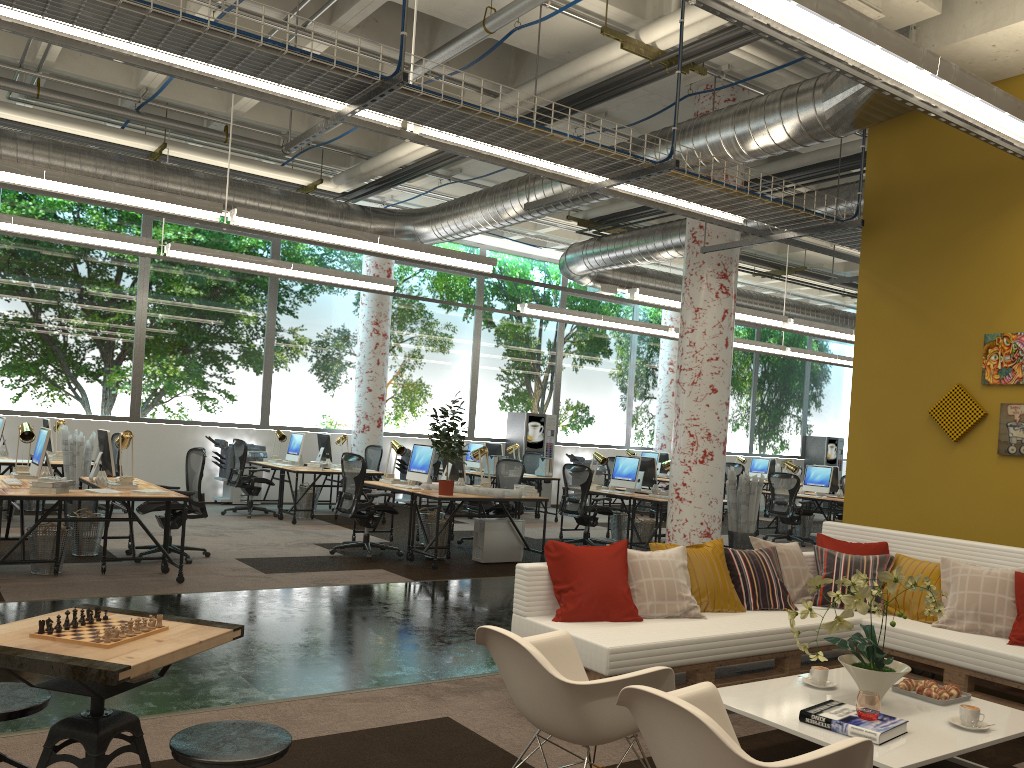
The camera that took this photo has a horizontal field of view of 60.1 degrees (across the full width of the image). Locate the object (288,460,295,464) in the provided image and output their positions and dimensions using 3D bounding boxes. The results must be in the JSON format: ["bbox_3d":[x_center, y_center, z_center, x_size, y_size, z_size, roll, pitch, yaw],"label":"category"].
[{"bbox_3d":[-3.311,1.104,13.307,0.101,0.209,0.101,4,-1,10],"label":"object"}]

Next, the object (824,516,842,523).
[{"bbox_3d":[5.004,2.283,13.716,0.354,0.435,0.358,5,-1,-38],"label":"object"}]

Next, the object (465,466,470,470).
[{"bbox_3d":[-0.757,1.365,15.100,0.101,0.209,0.101,4,-1,10],"label":"object"}]

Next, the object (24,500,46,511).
[{"bbox_3d":[-6.239,1.435,11.588,0.354,0.435,0.358,5,-1,-38],"label":"object"}]

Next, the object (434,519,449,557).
[{"bbox_3d":[-0.760,1.687,9.702,0.120,0.403,0.235,4,-1,-34],"label":"object"}]

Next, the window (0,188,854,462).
[{"bbox_3d":[-1.502,-0.874,16.342,26.251,3.763,0.050,6,-1,-35],"label":"window"}]

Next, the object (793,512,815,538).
[{"bbox_3d":[4.845,2.325,14.724,0.354,0.435,0.358,5,-1,-38],"label":"object"}]

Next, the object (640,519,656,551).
[{"bbox_3d":[1.762,1.971,11.555,0.120,0.403,0.235,4,-1,-34],"label":"object"}]

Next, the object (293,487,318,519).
[{"bbox_3d":[-2.986,1.709,12.752,0.354,0.435,0.358,5,-1,-38],"label":"object"}]

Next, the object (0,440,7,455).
[{"bbox_3d":[-6.404,0.788,11.136,0.101,0.209,0.101,4,-1,10],"label":"object"}]

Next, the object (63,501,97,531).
[{"bbox_3d":[-4.922,1.472,10.074,0.353,0.398,0.353,4,-1,10],"label":"object"}]

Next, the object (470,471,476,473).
[{"bbox_3d":[-0.633,1.426,14.409,0.106,0.029,0.059,6,-3,-34],"label":"object"}]

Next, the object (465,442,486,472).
[{"bbox_3d":[-0.796,1.583,15.033,0.191,1.209,1.076,4,-1,-34],"label":"object"}]

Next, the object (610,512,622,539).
[{"bbox_3d":[1.467,2.000,12.481,0.120,0.403,0.235,4,-1,-34],"label":"object"}]

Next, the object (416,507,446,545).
[{"bbox_3d":[-0.985,1.709,10.669,0.354,0.435,0.358,5,-1,-38],"label":"object"}]

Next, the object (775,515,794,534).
[{"bbox_3d":[4.705,2.375,15.279,0.353,0.398,0.353,4,-1,10],"label":"object"}]

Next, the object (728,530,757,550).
[{"bbox_3d":[2.852,2.030,11.007,0.353,0.398,0.353,4,-1,10],"label":"object"}]

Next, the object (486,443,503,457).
[{"bbox_3d":[-0.322,1.266,15.306,0.190,0.485,0.483,4,-1,-35],"label":"object"}]

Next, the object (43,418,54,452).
[{"bbox_3d":[-5.969,0.689,11.342,0.190,0.485,0.483,4,-1,-35],"label":"object"}]

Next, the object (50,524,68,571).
[{"bbox_3d":[-3.843,1.391,7.504,0.120,0.403,0.235,4,-1,-34],"label":"object"}]

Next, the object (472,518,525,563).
[{"bbox_3d":[-0.139,1.707,9.696,0.542,0.455,0.221,5,-1,-35],"label":"object"}]

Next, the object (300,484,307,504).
[{"bbox_3d":[-3.214,1.759,13.718,0.120,0.403,0.235,4,-1,-34],"label":"object"}]

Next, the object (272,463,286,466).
[{"bbox_3d":[-3.369,1.173,12.890,0.119,0.017,0.438,6,-4,-35],"label":"object"}]

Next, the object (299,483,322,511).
[{"bbox_3d":[-3.145,1.752,13.760,0.354,0.435,0.358,5,-1,-38],"label":"object"}]

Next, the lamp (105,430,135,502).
[{"bbox_3d":[-3.416,0.710,7.772,0.219,0.610,0.527,4,-1,-15],"label":"lamp"}]

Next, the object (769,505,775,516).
[{"bbox_3d":[5.547,2.595,18.736,0.120,0.403,0.235,4,-1,-34],"label":"object"}]

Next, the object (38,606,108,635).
[{"bbox_3d":[-1.341,0.714,2.714,0.056,0.053,0.250,3,-3,15],"label":"object"}]

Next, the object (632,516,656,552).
[{"bbox_3d":[1.695,1.951,11.514,0.354,0.435,0.358,5,-1,-38],"label":"object"}]

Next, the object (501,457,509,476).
[{"bbox_3d":[-0.182,1.300,14.026,0.150,0.302,0.280,4,-1,-35],"label":"object"}]

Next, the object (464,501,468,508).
[{"bbox_3d":[-0.732,2.063,16.107,0.353,0.398,0.353,4,-1,-16],"label":"object"}]

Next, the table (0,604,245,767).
[{"bbox_3d":[-1.282,1.133,2.687,0.625,0.759,0.617,3,-1,15],"label":"table"}]

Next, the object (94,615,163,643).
[{"bbox_3d":[-1.146,0.724,2.662,0.056,0.053,0.251,3,-3,16],"label":"object"}]

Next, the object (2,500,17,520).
[{"bbox_3d":[-6.079,1.393,10.580,0.354,0.435,0.358,5,-1,-38],"label":"object"}]

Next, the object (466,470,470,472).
[{"bbox_3d":[-0.816,1.435,14.682,0.119,0.017,0.438,6,-4,-35],"label":"object"}]

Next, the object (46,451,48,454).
[{"bbox_3d":[-5.834,0.819,11.031,0.101,0.209,0.101,4,-1,10],"label":"object"}]

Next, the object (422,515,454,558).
[{"bbox_3d":[-0.826,1.667,9.661,0.354,0.435,0.358,5,-1,-38],"label":"object"}]

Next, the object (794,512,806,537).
[{"bbox_3d":[4.777,2.332,14.683,0.120,0.403,0.235,4,-1,-34],"label":"object"}]

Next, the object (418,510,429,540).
[{"bbox_3d":[-1.054,1.716,10.628,0.120,0.403,0.235,4,-1,-34],"label":"object"}]

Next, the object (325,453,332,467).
[{"bbox_3d":[-2.740,1.136,13.203,0.101,0.209,0.101,4,-1,10],"label":"object"}]

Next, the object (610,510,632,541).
[{"bbox_3d":[1.536,1.993,12.522,0.354,0.435,0.358,5,-1,-38],"label":"object"}]

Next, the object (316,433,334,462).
[{"bbox_3d":[-2.876,1.005,13.514,0.190,0.485,0.483,4,-1,-35],"label":"object"}]

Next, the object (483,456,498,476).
[{"bbox_3d":[-0.302,1.288,13.942,0.150,0.302,0.280,4,-1,-35],"label":"object"}]

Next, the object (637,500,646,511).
[{"bbox_3d":[2.598,2.353,17.798,0.120,0.403,0.235,4,-1,-34],"label":"object"}]

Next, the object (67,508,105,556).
[{"bbox_3d":[-4.069,1.414,8.471,0.354,0.435,0.358,5,-1,-38],"label":"object"}]

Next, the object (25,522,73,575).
[{"bbox_3d":[-3.910,1.371,7.463,0.354,0.435,0.358,5,-1,-38],"label":"object"}]

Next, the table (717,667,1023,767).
[{"bbox_3d":[1.604,1.602,3.947,1.265,0.330,0.984,6,-3,-35],"label":"table"}]

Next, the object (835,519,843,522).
[{"bbox_3d":[5.071,2.303,13.757,0.120,0.403,0.235,4,-1,-34],"label":"object"}]

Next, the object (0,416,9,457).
[{"bbox_3d":[-6.251,0.643,10.825,0.190,0.485,0.483,4,-1,-35],"label":"object"}]

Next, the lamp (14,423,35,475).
[{"bbox_3d":[-4.471,0.661,8.161,0.219,0.610,0.527,4,-1,-15],"label":"lamp"}]

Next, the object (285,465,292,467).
[{"bbox_3d":[-3.187,1.164,12.617,0.106,0.029,0.059,6,-3,-34],"label":"object"}]

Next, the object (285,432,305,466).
[{"bbox_3d":[-3.158,0.959,12.996,0.190,0.485,0.483,4,-1,-35],"label":"object"}]

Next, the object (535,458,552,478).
[{"bbox_3d":[0.524,1.372,14.522,0.150,0.302,0.280,4,-1,-35],"label":"object"}]
